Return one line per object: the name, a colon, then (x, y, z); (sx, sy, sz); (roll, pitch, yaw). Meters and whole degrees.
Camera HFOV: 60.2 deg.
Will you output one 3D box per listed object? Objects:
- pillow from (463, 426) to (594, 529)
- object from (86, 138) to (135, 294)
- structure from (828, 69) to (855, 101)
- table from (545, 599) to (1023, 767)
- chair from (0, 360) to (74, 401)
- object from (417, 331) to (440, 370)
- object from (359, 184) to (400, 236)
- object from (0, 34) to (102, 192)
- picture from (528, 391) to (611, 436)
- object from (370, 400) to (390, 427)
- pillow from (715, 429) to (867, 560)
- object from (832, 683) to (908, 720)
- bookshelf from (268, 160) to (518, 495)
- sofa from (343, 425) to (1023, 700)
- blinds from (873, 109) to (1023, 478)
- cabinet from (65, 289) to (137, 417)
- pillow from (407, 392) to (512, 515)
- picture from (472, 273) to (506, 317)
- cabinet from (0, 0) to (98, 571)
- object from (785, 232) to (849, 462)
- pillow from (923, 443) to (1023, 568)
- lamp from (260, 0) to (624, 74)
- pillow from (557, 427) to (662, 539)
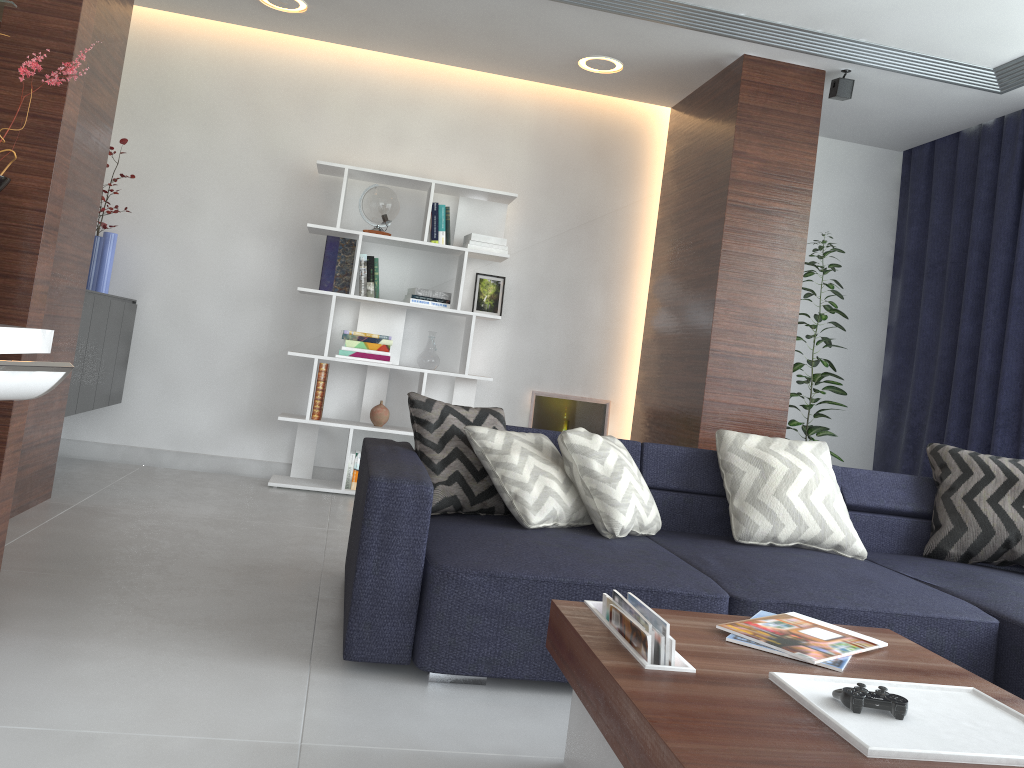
pillow: (0.071, 0.313, 2.972); (0.331, 0.296, 0.413); (7, -1, 42)
object: (-2.259, -0.925, 4.819); (0.270, 0.865, 0.270); (7, -4, 4)
structure: (1.702, -1.536, 4.559); (0.084, 0.143, 0.114); (8, -2, -5)
table: (0.524, 0.691, 1.556); (0.798, 0.354, 0.805); (8, 0, -10)
chair: (-1.198, 0.279, 1.628); (0.464, 0.712, 0.394); (7, -3, 7)
object: (-0.474, -0.193, 5.095); (0.132, 0.221, 0.132); (8, -3, -5)
object: (-0.769, -0.957, 5.072); (0.235, 0.385, 0.219); (7, -3, 10)
object: (-1.187, -0.507, 2.002); (0.385, 0.738, 0.198); (9, -4, -29)
picture: (0.329, 0.420, 5.374); (0.499, 0.702, 0.083); (8, -4, -10)
object: (-0.755, 0.168, 5.050); (0.111, 0.148, 0.122); (8, -2, -13)
pillow: (1.002, 0.394, 3.229); (0.494, 0.390, 0.342); (8, -2, -10)
object: (0.589, 0.513, 1.444); (0.112, 0.036, 0.070); (8, 0, 3)
bookshelf: (-0.673, -0.276, 5.101); (1.148, 1.829, 0.299); (8, -4, -10)
sofa: (0.997, 0.607, 2.550); (2.866, 0.611, 1.898); (7, 1, -10)
blinds: (0.481, -0.543, 1.939); (5.789, 2.784, 7.127); (8, 0, -7)
cabinet: (-2.242, -0.184, 4.385); (0.397, 0.586, 1.130); (8, 0, -11)
pillow: (-0.160, 0.245, 3.034); (0.412, 0.387, 0.222); (9, -3, -40)
picture: (-0.141, -0.535, 5.339); (0.181, 0.257, 0.058); (8, -4, -10)
cabinet: (-1.199, -0.632, 0.633); (0.784, 2.562, 3.332); (8, -1, -11)
object: (1.709, 0.030, 5.059); (0.479, 1.855, 0.504); (11, -5, -42)
pillow: (1.905, 0.531, 3.387); (0.600, 0.521, 0.353); (7, -2, 20)
lamp: (-2.266, -2.042, 1.353); (9.538, 0.085, 5.357); (7, 1, -24)
pillow: (0.344, 0.340, 3.048); (0.281, 0.353, 0.415); (6, -2, 33)
